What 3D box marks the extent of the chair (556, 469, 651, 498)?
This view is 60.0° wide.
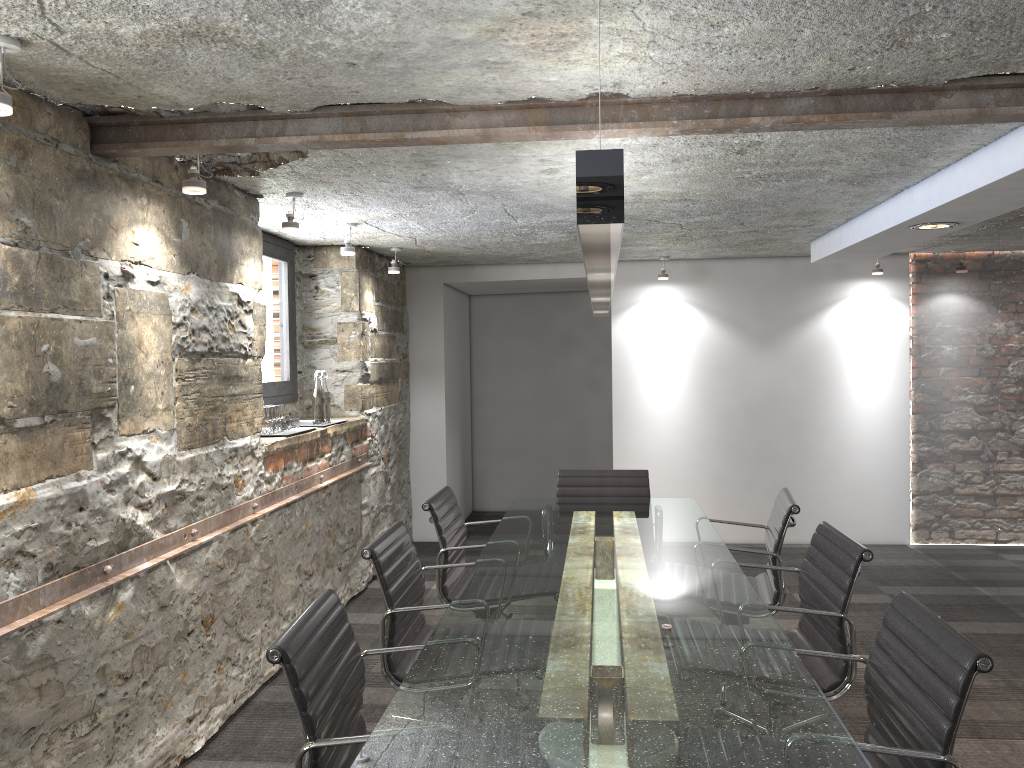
[{"bbox_3d":[0.449,0.874,4.382,0.693,0.837,0.667,-1,2,-2],"label":"chair"}]

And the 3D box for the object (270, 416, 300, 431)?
[{"bbox_3d":[-1.171,0.196,4.533,0.111,0.072,0.191,0,2,13],"label":"object"}]

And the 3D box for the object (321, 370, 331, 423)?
[{"bbox_3d":[-1.065,0.072,5.023,0.073,0.300,0.073,-2,2,-26],"label":"object"}]

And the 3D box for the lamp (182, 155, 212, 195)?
[{"bbox_3d":[-1.039,-0.711,2.923,0.077,0.165,0.098,0,2,39],"label":"lamp"}]

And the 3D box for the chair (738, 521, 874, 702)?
[{"bbox_3d":[0.818,0.911,2.929,0.667,0.837,0.693,-1,2,-4],"label":"chair"}]

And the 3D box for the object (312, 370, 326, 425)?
[{"bbox_3d":[-1.075,0.075,4.931,0.073,0.300,0.073,-2,2,-26],"label":"object"}]

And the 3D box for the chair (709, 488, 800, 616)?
[{"bbox_3d":[0.899,0.885,3.771,0.667,0.837,0.693,-1,2,4],"label":"chair"}]

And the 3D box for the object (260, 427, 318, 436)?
[{"bbox_3d":[-1.188,0.238,4.423,0.310,0.007,0.457,-1,2,6],"label":"object"}]

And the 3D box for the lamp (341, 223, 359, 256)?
[{"bbox_3d":[-0.861,-0.765,4.693,0.077,0.165,0.098,0,2,39],"label":"lamp"}]

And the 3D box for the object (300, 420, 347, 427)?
[{"bbox_3d":[-1.132,0.221,4.983,0.310,0.007,0.457,-1,2,6],"label":"object"}]

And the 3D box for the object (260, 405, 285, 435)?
[{"bbox_3d":[-1.185,0.173,4.317,0.108,0.131,0.218,-1,2,4],"label":"object"}]

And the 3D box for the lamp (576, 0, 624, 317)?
[{"bbox_3d":[0.288,-0.553,2.908,0.073,0.524,3.159,-1,2,6],"label":"lamp"}]

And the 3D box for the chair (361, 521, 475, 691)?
[{"bbox_3d":[-0.157,0.923,3.012,0.667,0.837,0.693,-1,2,-4],"label":"chair"}]

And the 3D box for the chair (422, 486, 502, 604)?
[{"bbox_3d":[-0.052,0.896,3.885,0.667,0.837,0.693,-1,2,-3],"label":"chair"}]

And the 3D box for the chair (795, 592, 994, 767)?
[{"bbox_3d":[0.677,0.940,1.999,0.667,0.837,0.693,-1,2,-3],"label":"chair"}]

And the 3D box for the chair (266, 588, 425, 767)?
[{"bbox_3d":[-0.206,0.951,2.078,0.667,0.837,0.693,-1,2,-7],"label":"chair"}]

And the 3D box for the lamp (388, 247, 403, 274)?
[{"bbox_3d":[-0.757,-0.797,5.730,0.077,0.165,0.098,0,2,39],"label":"lamp"}]

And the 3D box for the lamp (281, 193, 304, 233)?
[{"bbox_3d":[-0.948,-0.739,3.827,0.077,0.165,0.098,0,2,39],"label":"lamp"}]

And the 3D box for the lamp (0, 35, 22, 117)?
[{"bbox_3d":[-1.136,-0.681,1.959,0.077,0.165,0.098,0,2,39],"label":"lamp"}]

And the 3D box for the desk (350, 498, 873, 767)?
[{"bbox_3d":[0.315,0.982,2.953,0.909,0.711,3.154,-1,2,6],"label":"desk"}]
